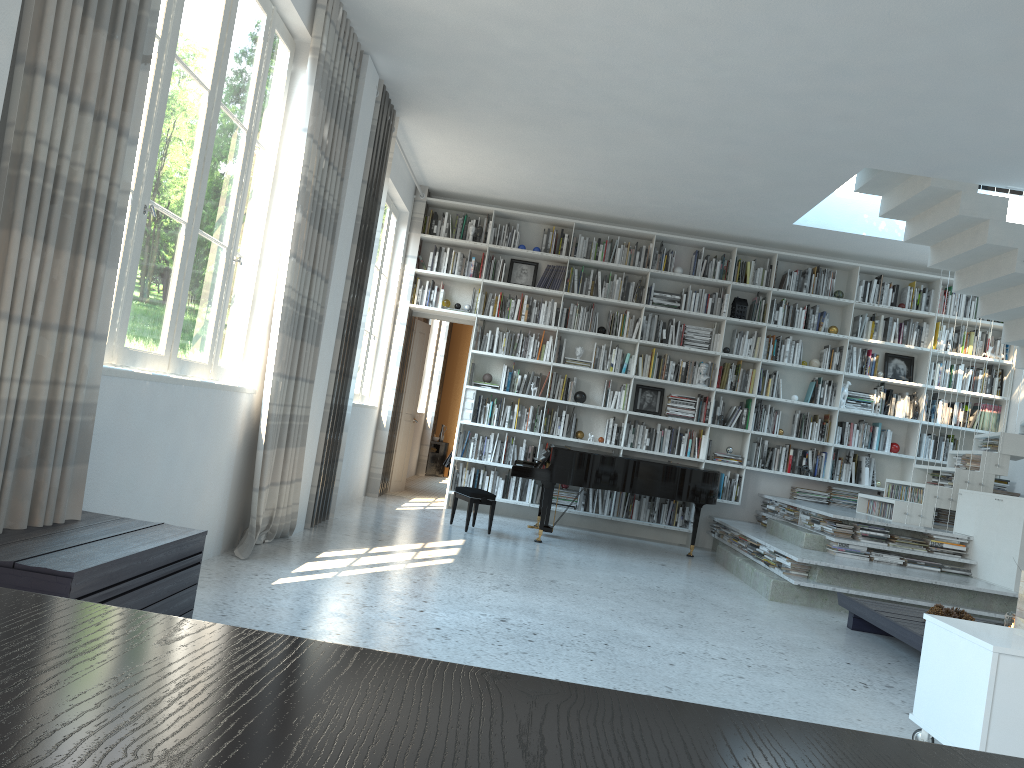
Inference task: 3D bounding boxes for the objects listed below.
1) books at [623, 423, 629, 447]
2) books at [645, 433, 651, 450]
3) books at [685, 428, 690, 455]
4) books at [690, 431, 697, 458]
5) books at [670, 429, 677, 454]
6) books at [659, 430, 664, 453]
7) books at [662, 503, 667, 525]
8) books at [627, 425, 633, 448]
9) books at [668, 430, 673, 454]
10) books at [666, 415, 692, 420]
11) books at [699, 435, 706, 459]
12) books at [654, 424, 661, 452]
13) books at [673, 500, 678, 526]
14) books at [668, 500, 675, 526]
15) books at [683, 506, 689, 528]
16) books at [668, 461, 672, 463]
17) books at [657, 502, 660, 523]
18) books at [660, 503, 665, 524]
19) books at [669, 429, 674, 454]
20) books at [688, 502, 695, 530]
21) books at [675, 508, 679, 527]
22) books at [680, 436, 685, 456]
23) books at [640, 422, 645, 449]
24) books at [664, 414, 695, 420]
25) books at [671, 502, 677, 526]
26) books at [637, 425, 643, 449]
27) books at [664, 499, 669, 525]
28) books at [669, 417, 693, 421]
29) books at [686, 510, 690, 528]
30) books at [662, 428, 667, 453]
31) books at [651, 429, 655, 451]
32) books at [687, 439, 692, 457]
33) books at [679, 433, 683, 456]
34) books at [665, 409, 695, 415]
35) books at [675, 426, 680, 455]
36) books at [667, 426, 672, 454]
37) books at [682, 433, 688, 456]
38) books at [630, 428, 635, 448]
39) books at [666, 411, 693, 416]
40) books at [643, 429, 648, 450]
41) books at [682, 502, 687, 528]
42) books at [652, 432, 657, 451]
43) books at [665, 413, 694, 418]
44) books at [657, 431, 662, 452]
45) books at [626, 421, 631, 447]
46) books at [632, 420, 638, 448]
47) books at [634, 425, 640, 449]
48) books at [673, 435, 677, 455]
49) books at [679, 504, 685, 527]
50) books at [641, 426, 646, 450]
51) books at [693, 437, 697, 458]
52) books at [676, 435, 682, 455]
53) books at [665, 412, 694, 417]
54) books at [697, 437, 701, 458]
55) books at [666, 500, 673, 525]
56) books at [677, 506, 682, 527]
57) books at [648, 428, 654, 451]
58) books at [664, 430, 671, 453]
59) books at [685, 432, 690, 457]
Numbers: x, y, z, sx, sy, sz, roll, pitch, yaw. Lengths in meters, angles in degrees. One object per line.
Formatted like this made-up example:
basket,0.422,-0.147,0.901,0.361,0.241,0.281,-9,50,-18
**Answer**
books,1.181,0.531,9.224,0.029,0.244,0.154,9,-2,2
books,1.399,0.595,9.194,0.029,0.183,0.174,9,-2,2
books,1.803,0.604,9.205,0.014,0.293,0.137,9,-2,2
books,1.868,0.625,9.198,0.026,0.272,0.175,9,-2,2
books,1.663,0.596,9.196,0.028,0.264,0.161,9,-2,2
books,1.547,0.592,9.210,0.031,0.237,0.159,9,-2,2
books,1.563,1.339,9.165,0.029,0.210,0.170,9,-2,2
books,1.219,0.541,9.205,0.027,0.234,0.167,9,-2,2
books,1.633,0.599,9.214,0.011,0.251,0.158,9,-2,2
books,1.733,0.353,9.217,0.254,0.012,0.161,9,-3,4
books,1.958,0.652,9.180,0.033,0.246,0.176,9,-2,2
books,1.500,0.557,9.211,0.026,0.291,0.152,9,-2,2
books,1.682,1.334,9.167,0.011,0.258,0.171,9,-2,2
books,1.647,1.298,9.160,0.013,0.317,0.186,9,-2,2
books,1.784,1.370,9.160,0.029,0.217,0.191,9,-2,2
books,1.603,0.942,9.124,0.013,0.303,0.181,9,-2,2
books,1.520,1.332,9.194,0.040,0.212,0.129,9,-2,2
books,1.543,1.338,9.161,0.010,0.206,0.180,9,-2,2
books,1.644,0.595,9.203,0.010,0.261,0.181,9,-2,2
books,1.842,1.351,9.104,0.038,0.269,0.277,9,-2,2
books,1.694,1.370,9.176,0.024,0.191,0.155,9,-2,2
books,1.754,0.641,9.193,0.023,0.204,0.167,9,-2,2
books,1.343,0.536,9.205,0.013,0.282,0.166,9,-2,2
books,1.735,0.340,9.211,0.285,0.012,0.159,9,-3,-3
books,1.662,1.341,9.182,0.028,0.238,0.140,9,-2,2
books,1.321,0.552,9.208,0.027,0.245,0.179,9,-2,2
books,1.590,1.302,9.168,0.011,0.292,0.184,9,-2,2
books,1.731,0.365,9.213,0.254,0.012,0.161,9,-3,-2
books,1.807,1.393,9.172,0.023,0.181,0.149,9,-2,2
books,1.577,0.589,9.225,0.025,0.254,0.136,9,-2,2
books,1.453,0.581,9.210,0.013,0.230,0.139,9,-2,2
books,1.826,0.663,9.185,0.023,0.183,0.169,9,-2,2
books,1.738,0.624,9.206,0.014,0.235,0.154,9,-2,2
books,1.743,0.294,9.224,0.285,0.012,0.159,9,-3,2
books,1.706,0.587,9.200,0.012,0.296,0.178,9,-2,2
books,1.624,0.580,9.221,0.014,0.286,0.134,9,-2,2
books,1.780,0.630,9.193,0.023,0.234,0.175,9,-2,2
books,1.242,0.558,9.216,0.024,0.208,0.170,9,-2,2
books,1.741,0.305,9.212,0.254,0.012,0.161,9,-3,-3
books,1.377,0.574,9.199,0.023,0.217,0.174,9,-2,2
books,1.767,1.348,9.168,0.013,0.256,0.176,9,-2,2
books,1.468,0.600,9.197,0.023,0.196,0.165,9,-2,2
books,1.737,0.329,9.221,0.285,0.012,0.159,9,-3,1
books,1.520,0.597,9.218,0.025,0.220,0.140,9,-2,2
books,1.204,0.518,9.217,0.011,0.275,0.146,9,-2,2
books,1.274,0.523,9.234,0.027,0.290,0.140,9,-2,2
books,1.296,0.548,9.227,0.024,0.247,0.132,9,-2,2
books,1.683,0.631,9.208,0.021,0.202,0.128,9,-2,2
books,1.745,1.360,9.176,0.028,0.227,0.162,9,-2,2
books,1.357,0.559,9.222,0.021,0.244,0.141,9,-2,2
books,1.897,0.660,9.185,0.042,0.212,0.169,9,-2,2
books,1.717,0.634,9.195,0.024,0.207,0.183,9,-2,2
books,1.739,0.317,9.211,0.285,0.012,0.159,9,-3,7
books,1.923,0.662,9.186,0.011,0.216,0.166,9,-2,2
books,1.613,1.326,9.156,0.044,0.251,0.187,9,-2,2
books,1.718,1.366,9.165,0.022,0.205,0.191,9,-2,2
books,1.432,0.573,9.201,0.029,0.237,0.166,9,-2,2
books,1.600,0.596,9.197,0.026,0.245,0.191,9,-2,2
books,1.814,0.625,9.212,0.014,0.256,0.145,9,-2,2
